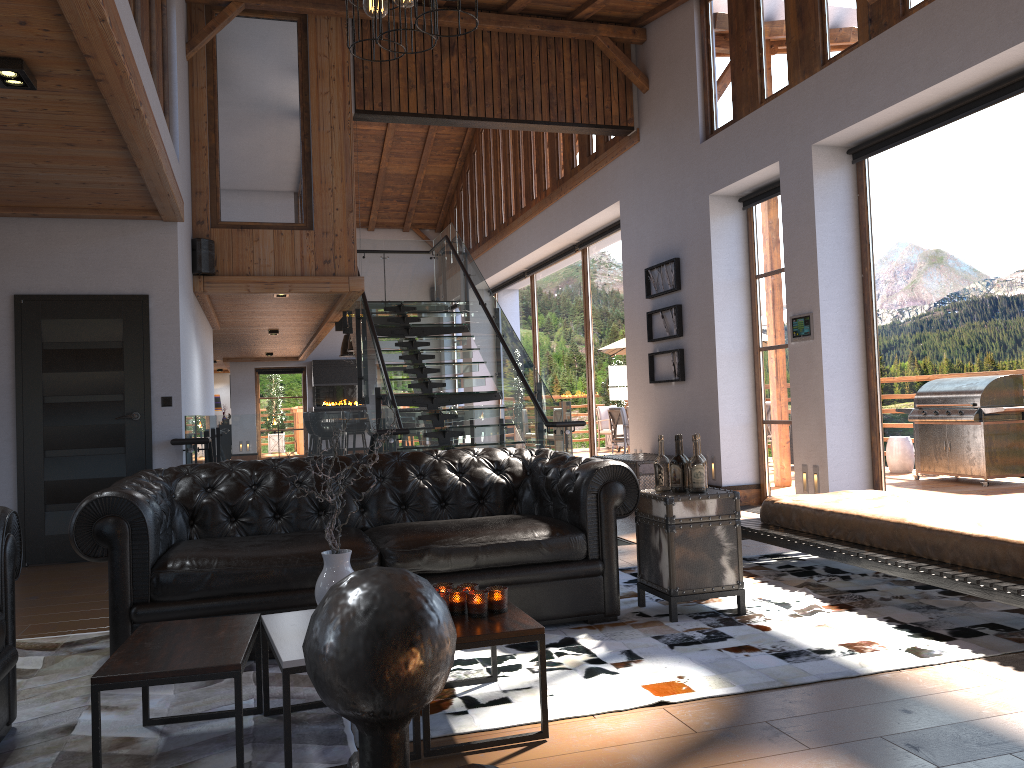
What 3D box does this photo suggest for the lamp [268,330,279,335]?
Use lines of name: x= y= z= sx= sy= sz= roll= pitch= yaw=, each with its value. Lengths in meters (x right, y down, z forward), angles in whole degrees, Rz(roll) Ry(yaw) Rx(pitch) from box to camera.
lamp: x=-3.752 y=-0.814 z=13.950 sx=0.156 sy=0.068 sz=0.259 roll=-2 pitch=-1 yaw=-16

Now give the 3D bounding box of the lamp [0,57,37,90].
lamp: x=-2.270 y=-1.414 z=4.020 sx=0.156 sy=0.068 sz=0.259 roll=-2 pitch=-1 yaw=-16

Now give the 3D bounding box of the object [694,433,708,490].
object: x=0.949 y=0.396 z=4.518 sx=0.088 sy=0.286 sz=0.087 roll=-2 pitch=-2 yaw=-4

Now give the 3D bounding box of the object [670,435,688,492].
object: x=0.839 y=0.399 z=4.467 sx=0.088 sy=0.286 sz=0.086 roll=0 pitch=-3 yaw=-39

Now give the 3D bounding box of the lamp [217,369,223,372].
lamp: x=-8.122 y=-0.388 z=24.649 sx=0.156 sy=0.068 sz=0.259 roll=-2 pitch=-1 yaw=-16

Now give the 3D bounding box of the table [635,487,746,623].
table: x=0.886 y=0.841 z=4.465 sx=0.408 sy=0.609 sz=0.414 roll=-2 pitch=-2 yaw=-17

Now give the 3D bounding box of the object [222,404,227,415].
object: x=-6.706 y=0.699 z=20.690 sx=0.153 sy=0.505 sz=0.322 roll=-2 pitch=-2 yaw=-17

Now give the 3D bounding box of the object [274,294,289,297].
object: x=-2.453 y=-0.972 z=9.426 sx=0.156 sy=0.068 sz=0.259 roll=-2 pitch=-1 yaw=-16

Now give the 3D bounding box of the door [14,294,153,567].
door: x=-3.285 y=0.336 z=6.832 sx=0.948 sy=2.056 sz=0.142 roll=-2 pitch=-2 yaw=-17

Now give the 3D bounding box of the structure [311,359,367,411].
structure: x=-3.929 y=0.257 z=20.809 sx=1.454 sy=1.650 sz=0.430 roll=-2 pitch=-2 yaw=-17

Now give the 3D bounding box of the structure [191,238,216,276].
structure: x=-3.038 y=-1.247 z=8.726 sx=0.215 sy=0.349 sz=0.212 roll=-2 pitch=-2 yaw=-17

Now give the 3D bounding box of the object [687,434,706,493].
object: x=0.914 y=0.395 z=4.405 sx=0.088 sy=0.286 sz=0.087 roll=-2 pitch=-2 yaw=-7

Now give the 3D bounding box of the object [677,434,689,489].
object: x=0.868 y=0.400 z=4.561 sx=0.086 sy=0.286 sz=0.088 roll=-3 pitch=-2 yaw=23

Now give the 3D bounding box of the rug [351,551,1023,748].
rug: x=1.023 y=1.114 z=4.512 sx=3.833 sy=0.053 sz=2.415 roll=-2 pitch=-1 yaw=-16

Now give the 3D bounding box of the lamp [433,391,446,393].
lamp: x=-1.705 y=0.416 z=20.815 sx=0.471 sy=0.726 sz=0.468 roll=-2 pitch=-2 yaw=-8

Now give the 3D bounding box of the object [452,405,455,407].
object: x=-1.375 y=0.612 z=19.785 sx=0.494 sy=0.262 sz=0.182 roll=-4 pitch=-2 yaw=42

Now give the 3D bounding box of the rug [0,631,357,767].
rug: x=-1.682 y=1.170 z=2.527 sx=2.448 sy=0.053 sz=4.016 roll=-2 pitch=-1 yaw=-16

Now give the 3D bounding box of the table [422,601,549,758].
table: x=-0.170 y=0.969 z=3.077 sx=0.403 sy=0.350 sz=0.645 roll=-2 pitch=-2 yaw=-16

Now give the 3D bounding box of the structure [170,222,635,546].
structure: x=0.559 y=0.952 z=12.009 sx=9.274 sy=6.401 sz=10.946 roll=-2 pitch=-2 yaw=-17

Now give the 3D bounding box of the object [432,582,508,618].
object: x=-0.173 y=0.753 z=3.068 sx=0.299 sy=0.081 sz=0.248 roll=-3 pitch=-2 yaw=22

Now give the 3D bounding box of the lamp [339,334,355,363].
lamp: x=-3.213 y=-2.756 z=17.766 sx=0.615 sy=4.687 sz=0.627 roll=-3 pitch=-2 yaw=28

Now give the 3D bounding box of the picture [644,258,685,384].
picture: x=1.673 y=-0.673 z=9.751 sx=0.059 sy=1.313 sz=0.768 roll=-2 pitch=-2 yaw=-16

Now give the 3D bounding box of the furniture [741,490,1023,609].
furniture: x=2.316 y=0.878 z=4.715 sx=1.183 sy=0.437 sz=2.739 roll=-2 pitch=-1 yaw=-16

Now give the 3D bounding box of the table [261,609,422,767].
table: x=-0.584 y=0.981 z=2.923 sx=0.403 sy=0.350 sz=0.644 roll=-1 pitch=-2 yaw=-21

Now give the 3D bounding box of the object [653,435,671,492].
object: x=0.768 y=0.403 z=4.534 sx=0.089 sy=0.286 sz=0.086 roll=0 pitch=-3 yaw=-40

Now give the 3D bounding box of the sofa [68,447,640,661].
sofa: x=-0.731 y=0.788 z=4.506 sx=2.584 sy=0.838 sz=1.230 roll=-2 pitch=-2 yaw=-18

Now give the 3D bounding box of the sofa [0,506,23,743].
sofa: x=-2.000 y=0.774 z=1.893 sx=1.248 sy=0.838 sz=2.547 roll=-2 pitch=-2 yaw=-17

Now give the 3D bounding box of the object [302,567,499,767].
object: x=-0.030 y=0.575 z=0.306 sx=0.304 sy=1.018 sz=0.311 roll=-3 pitch=-2 yaw=29

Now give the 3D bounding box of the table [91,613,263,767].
table: x=-1.032 y=0.996 z=2.820 sx=0.402 sy=0.350 sz=0.647 roll=-2 pitch=-2 yaw=-11

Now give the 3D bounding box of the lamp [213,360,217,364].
lamp: x=-7.031 y=-0.522 z=20.849 sx=0.156 sy=0.068 sz=0.259 roll=-2 pitch=-1 yaw=-16

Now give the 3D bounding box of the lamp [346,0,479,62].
lamp: x=-0.294 y=-2.083 z=2.550 sx=0.264 sy=2.203 sz=0.795 roll=-1 pitch=-2 yaw=-25

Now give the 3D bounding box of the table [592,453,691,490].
table: x=1.402 y=1.015 z=9.559 sx=0.689 sy=0.470 sz=1.245 roll=-2 pitch=-2 yaw=-16

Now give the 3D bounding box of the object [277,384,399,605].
object: x=-0.574 y=0.402 z=2.980 sx=0.407 sy=0.808 sz=0.618 roll=-2 pitch=-2 yaw=-5

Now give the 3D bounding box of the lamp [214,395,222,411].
lamp: x=-7.897 y=1.142 z=25.036 sx=1.648 sy=1.699 sz=0.517 roll=-1 pitch=-2 yaw=-38

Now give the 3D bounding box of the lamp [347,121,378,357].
lamp: x=-2.777 y=-2.810 z=16.247 sx=0.615 sy=4.687 sz=0.627 roll=-3 pitch=-2 yaw=28

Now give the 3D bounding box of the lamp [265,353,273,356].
lamp: x=-5.201 y=-0.636 z=18.994 sx=0.156 sy=0.068 sz=0.259 roll=-2 pitch=-1 yaw=-16
